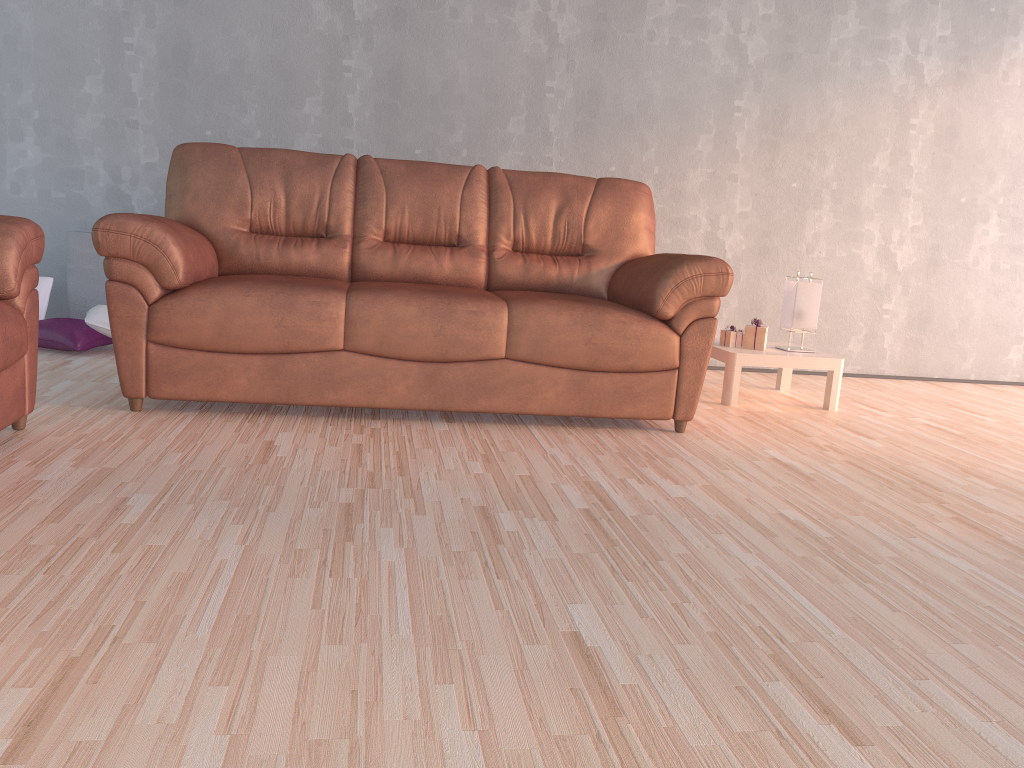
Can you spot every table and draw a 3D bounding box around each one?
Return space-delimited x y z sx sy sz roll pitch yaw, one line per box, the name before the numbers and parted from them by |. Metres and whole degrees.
table | 1.184 -0.054 4.227 0.548 0.241 0.548 3 10 -9

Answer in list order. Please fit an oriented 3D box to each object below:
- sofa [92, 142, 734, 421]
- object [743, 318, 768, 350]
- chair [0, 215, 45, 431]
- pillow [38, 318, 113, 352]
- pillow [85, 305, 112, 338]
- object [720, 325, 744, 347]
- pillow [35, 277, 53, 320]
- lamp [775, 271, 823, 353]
sofa | -0.351 -0.436 3.482 2.202 0.923 0.981 3 10 -9
object | 1.132 -0.235 4.113 0.099 0.147 0.102 8 10 19
chair | -1.772 -0.294 2.145 0.936 0.879 0.970 3 10 -10
pillow | -2.085 -0.238 4.151 0.392 0.130 0.365 6 10 11
pillow | -1.835 -0.270 4.210 0.357 0.205 0.388 0 10 -23
object | 1.052 -0.228 4.176 0.152 0.105 0.080 -4 13 -40
pillow | -2.395 -0.358 4.237 0.327 0.326 0.241 3 10 -5
lamp | 1.351 -0.339 4.162 0.140 0.376 0.140 3 10 -9
